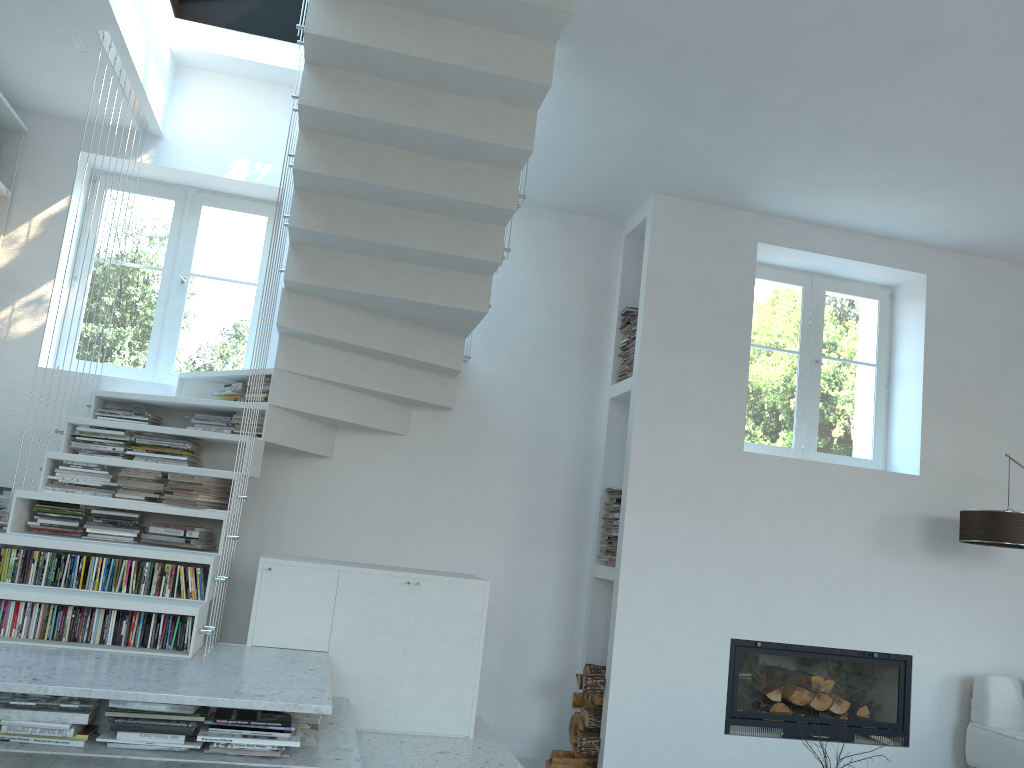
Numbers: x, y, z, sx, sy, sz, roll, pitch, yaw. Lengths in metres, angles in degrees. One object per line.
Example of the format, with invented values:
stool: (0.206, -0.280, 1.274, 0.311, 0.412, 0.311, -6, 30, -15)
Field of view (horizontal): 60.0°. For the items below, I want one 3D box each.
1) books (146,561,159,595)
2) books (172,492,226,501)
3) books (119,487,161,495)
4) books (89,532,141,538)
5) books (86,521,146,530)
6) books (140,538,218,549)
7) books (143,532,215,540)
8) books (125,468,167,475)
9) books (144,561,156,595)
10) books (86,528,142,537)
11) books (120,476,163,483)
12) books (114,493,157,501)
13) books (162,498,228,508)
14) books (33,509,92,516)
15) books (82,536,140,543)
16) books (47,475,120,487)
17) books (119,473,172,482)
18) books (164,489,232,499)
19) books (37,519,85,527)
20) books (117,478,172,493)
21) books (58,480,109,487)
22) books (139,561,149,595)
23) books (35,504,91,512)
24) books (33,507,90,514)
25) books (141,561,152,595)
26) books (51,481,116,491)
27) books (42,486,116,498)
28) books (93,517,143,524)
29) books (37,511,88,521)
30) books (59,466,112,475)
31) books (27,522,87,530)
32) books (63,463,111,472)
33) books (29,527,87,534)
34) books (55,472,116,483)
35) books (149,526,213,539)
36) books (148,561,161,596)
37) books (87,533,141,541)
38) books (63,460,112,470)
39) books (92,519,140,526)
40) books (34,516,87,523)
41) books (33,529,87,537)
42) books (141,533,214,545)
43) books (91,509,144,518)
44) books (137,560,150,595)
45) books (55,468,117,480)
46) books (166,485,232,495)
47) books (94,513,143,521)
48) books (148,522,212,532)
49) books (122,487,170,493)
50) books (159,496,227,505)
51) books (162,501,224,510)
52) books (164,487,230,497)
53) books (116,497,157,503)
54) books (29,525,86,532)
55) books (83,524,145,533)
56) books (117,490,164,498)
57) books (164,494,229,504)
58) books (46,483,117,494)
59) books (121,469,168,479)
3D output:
books: (-1.418, 0.765, 3.499, 0.009, 0.125, 0.125, 8, -10, -11)
books: (-1.404, 0.506, 3.991, 0.138, 0.014, 0.215, 4, -10, 16)
books: (-1.682, 0.486, 4.014, 0.155, 0.013, 0.140, 8, -10, -9)
books: (-1.728, 0.657, 3.865, 0.188, 0.008, 0.147, 8, -10, -7)
books: (-1.723, 0.617, 3.867, 0.220, 0.013, 0.150, 7, -10, -6)
books: (-1.437, 0.689, 3.834, 0.288, 0.017, 0.136, 4, -10, 11)
books: (-1.435, 0.658, 3.834, 0.254, 0.007, 0.161, 5, -10, 9)
books: (-1.662, 0.397, 4.030, 0.155, 0.009, 0.155, 8, -10, -11)
books: (-1.427, 0.764, 3.497, 0.010, 0.125, 0.125, 8, -10, -11)
books: (-1.723, 0.643, 3.850, 0.207, 0.016, 0.175, 9, -10, -16)
books: (-1.679, 0.435, 4.022, 0.129, 0.012, 0.159, 6, -10, 3)
books: (-1.698, 0.512, 4.008, 0.128, 0.016, 0.184, 7, -10, -4)
books: (-1.423, 0.536, 3.992, 0.189, 0.013, 0.215, 3, -11, 21)
books: (-1.935, 0.554, 3.826, 0.208, 0.009, 0.160, 9, -10, -15)
books: (-1.725, 0.672, 3.839, 0.223, 0.004, 0.191, 9, -10, -15)
books: (-1.945, 0.445, 4.050, 0.297, 0.012, 0.145, 9, -10, -12)
books: (-1.659, 0.425, 4.027, 0.156, 0.012, 0.219, 6, -10, 5)
books: (-1.403, 0.496, 3.993, 0.146, 0.006, 0.296, 2, -11, 23)
books: (-1.942, 0.598, 3.826, 0.166, 0.015, 0.146, 9, -10, -16)
books: (-1.650, 0.462, 4.023, 0.222, 0.035, 0.178, 8, -10, -7)
books: (-1.945, 0.454, 4.039, 0.179, 0.010, 0.160, 8, -10, -8)
books: (-1.443, 0.762, 3.494, 0.008, 0.125, 0.125, 8, -10, -11)
books: (-1.934, 0.538, 3.831, 0.195, 0.012, 0.161, 9, -10, -14)
books: (-1.931, 0.544, 3.810, 0.188, 0.006, 0.198, 9, -10, -15)
books: (-1.436, 0.763, 3.495, 0.008, 0.125, 0.125, 8, -10, -11)
books: (-1.948, 0.466, 4.046, 0.254, 0.010, 0.138, 9, -10, -14)
books: (-1.946, 0.493, 4.020, 0.287, 0.018, 0.190, 9, -10, -12)
books: (-1.724, 0.597, 3.888, 0.185, 0.008, 0.129, 9, -10, -12)
books: (-1.939, 0.570, 3.830, 0.181, 0.022, 0.140, 10, -10, -18)
books: (-1.936, 0.396, 4.038, 0.203, 0.011, 0.173, 9, -10, -16)
books: (-1.940, 0.609, 3.810, 0.225, 0.012, 0.159, 7, -10, -3)
books: (-1.937, 0.385, 4.050, 0.180, 0.014, 0.157, 9, -10, -15)
books: (-1.941, 0.626, 3.802, 0.195, 0.007, 0.189, 9, -10, -14)
books: (-1.944, 0.430, 4.054, 0.230, 0.019, 0.143, 9, -10, -12)
books: (-1.432, 0.643, 3.845, 0.222, 0.028, 0.141, 5, -10, 8)
books: (-1.410, 0.767, 3.501, 0.007, 0.125, 0.125, 8, -10, -11)
books: (-1.729, 0.667, 3.863, 0.199, 0.013, 0.138, 7, -10, -5)
books: (-1.936, 0.372, 4.055, 0.180, 0.014, 0.157, 9, -10, -13)
books: (-1.718, 0.602, 3.855, 0.155, 0.012, 0.189, 8, -10, -8)
books: (-1.942, 0.587, 3.835, 0.198, 0.010, 0.132, 8, -10, -7)
books: (-1.950, 0.641, 3.833, 0.188, 0.014, 0.130, 8, -10, -11)
books: (-1.438, 0.668, 3.817, 0.240, 0.019, 0.172, 4, -10, 13)
books: (-1.714, 0.564, 3.863, 0.194, 0.014, 0.177, 9, -10, -16)
books: (-1.450, 0.761, 3.493, 0.007, 0.125, 0.125, 8, -10, -11)
books: (-1.941, 0.412, 4.051, 0.240, 0.016, 0.150, 9, -10, -13)
books: (-1.401, 0.479, 3.996, 0.146, 0.007, 0.296, 3, -11, 19)
books: (-1.721, 0.584, 3.884, 0.178, 0.017, 0.133, 8, -10, -7)
books: (-1.431, 0.620, 3.837, 0.212, 0.014, 0.169, 5, -10, 9)
books: (-1.656, 0.481, 4.019, 0.181, 0.005, 0.188, 8, -10, -11)
books: (-1.432, 0.527, 3.997, 0.189, 0.007, 0.254, 4, -10, 16)
books: (-1.430, 0.548, 3.992, 0.183, 0.012, 0.206, 4, -10, 16)
books: (-1.417, 0.487, 4.000, 0.171, 0.011, 0.232, 2, -11, 25)
books: (-1.695, 0.524, 4.006, 0.132, 0.007, 0.162, 7, -10, -2)
books: (-1.942, 0.620, 3.811, 0.216, 0.009, 0.158, 10, -10, -18)
books: (-1.721, 0.628, 3.852, 0.225, 0.013, 0.184, 9, -10, -14)
books: (-1.668, 0.502, 4.014, 0.177, 0.014, 0.200, 8, -10, -7)
books: (-1.419, 0.518, 3.994, 0.180, 0.011, 0.222, 3, -11, 20)
books: (-1.950, 0.479, 4.046, 0.288, 0.017, 0.136, 9, -10, -13)
books: (-1.659, 0.411, 4.029, 0.190, 0.017, 0.167, 8, -10, -9)
